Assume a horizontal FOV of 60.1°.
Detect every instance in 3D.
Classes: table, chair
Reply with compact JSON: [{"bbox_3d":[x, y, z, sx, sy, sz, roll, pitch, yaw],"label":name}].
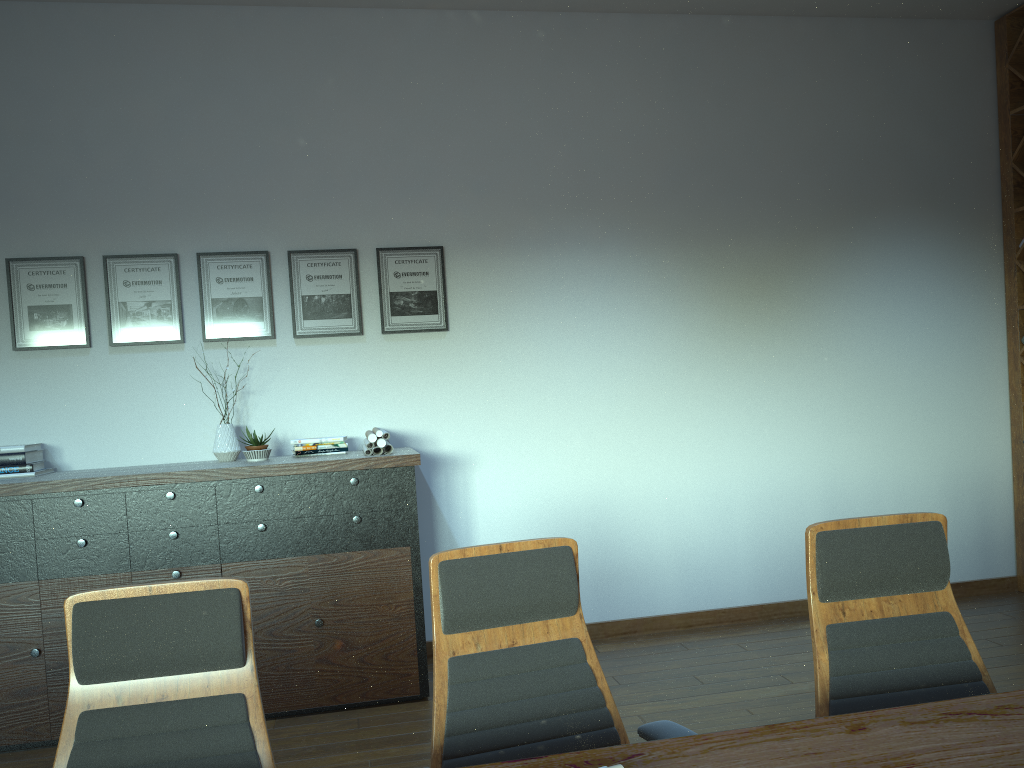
[{"bbox_3d":[0.357,1.093,0.874,5.538,0.798,1.784,-3,0,-11],"label":"table"},{"bbox_3d":[1.041,0.902,2.032,0.706,1.129,0.695,-4,1,-10],"label":"chair"},{"bbox_3d":[-0.711,1.006,1.716,0.706,1.129,0.695,-4,1,-10],"label":"chair"},{"bbox_3d":[0.116,0.958,1.985,0.705,1.129,0.696,-4,1,-19],"label":"chair"}]

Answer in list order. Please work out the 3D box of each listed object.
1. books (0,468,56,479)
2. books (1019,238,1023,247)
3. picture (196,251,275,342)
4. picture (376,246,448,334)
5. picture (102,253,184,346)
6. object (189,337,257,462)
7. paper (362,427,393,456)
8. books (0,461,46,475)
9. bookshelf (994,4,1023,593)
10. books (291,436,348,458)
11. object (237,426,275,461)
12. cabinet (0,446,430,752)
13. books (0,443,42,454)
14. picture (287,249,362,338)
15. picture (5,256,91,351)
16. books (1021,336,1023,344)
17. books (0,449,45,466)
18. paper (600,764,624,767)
[{"bbox_3d":[-2.621,0.466,4.524,0.443,0.021,0.323,-3,-1,-11],"label":"books"},{"bbox_3d":[4.115,-1.065,1.525,0.238,0.231,8.416,-4,-1,-11],"label":"books"},{"bbox_3d":[-1.519,-0.483,4.876,0.379,0.484,0.028,-4,2,-11],"label":"picture"},{"bbox_3d":[-0.569,-0.536,5.054,0.379,0.484,0.028,-4,2,-11],"label":"picture"},{"bbox_3d":[-1.990,-0.456,4.788,0.379,0.484,0.028,-4,2,-11],"label":"picture"},{"bbox_3d":[-1.512,0.079,4.712,0.444,0.664,0.212,-3,2,4],"label":"object"},{"bbox_3d":[-0.721,0.301,4.714,0.144,0.125,0.645,-4,0,-11],"label":"paper"},{"bbox_3d":[-2.622,0.435,4.503,0.403,0.041,0.273,-3,-1,-16],"label":"books"},{"bbox_3d":[4.158,-0.586,1.545,0.319,3.694,8.626,-4,0,-11],"label":"bookshelf"},{"bbox_3d":[-1.035,0.337,4.778,0.306,0.090,0.227,-3,0,-13],"label":"books"},{"bbox_3d":[-1.327,0.305,4.614,0.178,0.188,0.153,-3,1,29],"label":"object"},{"bbox_3d":[-1.634,1.034,4.521,2.346,1.235,0.767,-4,1,-11],"label":"cabinet"},{"bbox_3d":[-2.642,0.337,4.529,0.361,0.032,0.291,-3,-1,-12],"label":"books"},{"bbox_3d":[-1.047,-0.508,4.965,0.379,0.484,0.028,-4,2,-11],"label":"picture"},{"bbox_3d":[-2.459,-0.428,4.700,0.379,0.484,0.028,-4,2,-11],"label":"picture"},{"bbox_3d":[4.110,-0.445,1.539,0.175,0.208,8.420,-4,-1,-11],"label":"books"},{"bbox_3d":[-2.638,0.384,4.531,0.368,0.063,0.288,-3,0,-11],"label":"books"},{"bbox_3d":[0.716,0.632,1.006,2.243,0.083,0.627,-4,-1,30],"label":"paper"}]
